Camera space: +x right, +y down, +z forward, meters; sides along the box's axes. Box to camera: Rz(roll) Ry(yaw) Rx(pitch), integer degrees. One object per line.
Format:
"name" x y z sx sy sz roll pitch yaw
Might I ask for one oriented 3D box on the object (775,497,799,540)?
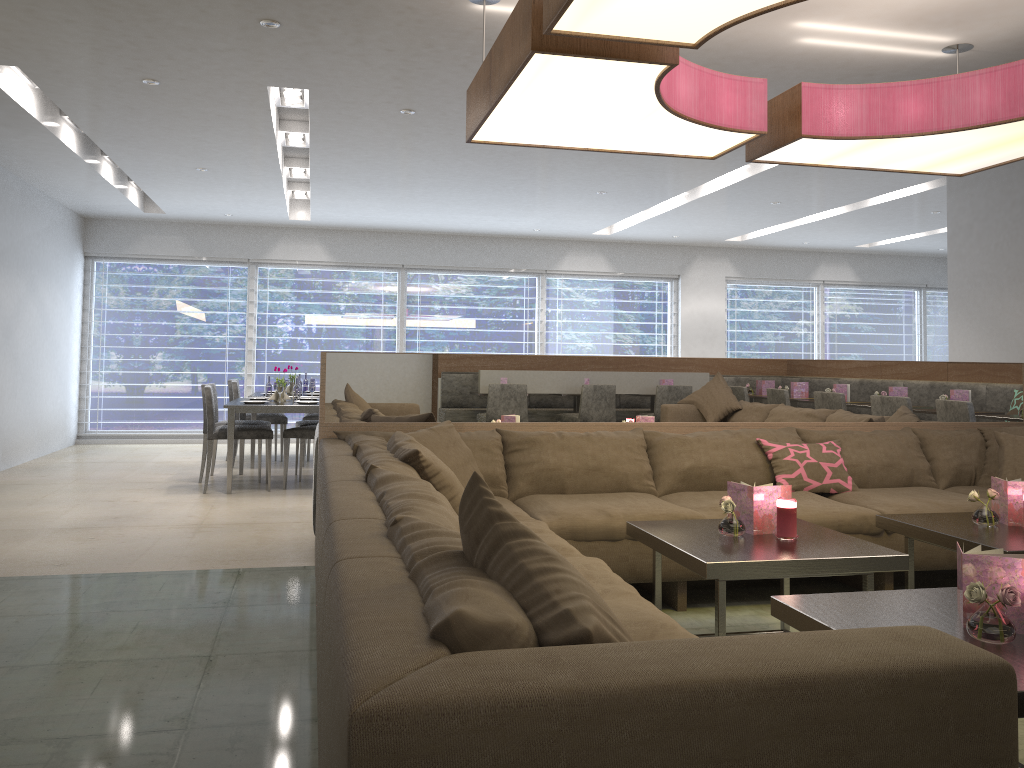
"object" 0.896 0.439 2.884 0.075 0.129 0.075 2 -2 -40

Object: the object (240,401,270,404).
"object" -1.929 0.137 6.627 0.216 0.015 0.216 0 2 -32

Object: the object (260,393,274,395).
"object" -2.202 0.095 8.120 0.216 0.015 0.217 0 2 -35

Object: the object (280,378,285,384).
"object" -2.298 0.013 8.855 0.053 0.140 0.053 -1 -3 35

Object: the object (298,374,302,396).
"object" -1.933 0.010 8.034 0.052 0.202 0.052 -2 -4 42

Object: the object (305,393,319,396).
"object" -1.826 0.098 8.204 0.216 0.015 0.217 0 2 -35

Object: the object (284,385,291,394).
"object" -2.118 0.044 8.518 0.203 0.100 0.070 0 -1 -43

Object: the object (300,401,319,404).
"object" -1.553 0.140 6.712 0.216 0.015 0.216 0 2 -32

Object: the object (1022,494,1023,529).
"object" 1.818 0.447 3.080 0.075 0.129 0.075 2 -2 -40

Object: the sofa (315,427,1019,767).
"sofa" 1.306 0.587 2.818 3.764 0.677 3.176 1 1 -13

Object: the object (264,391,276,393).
"object" -2.331 0.079 8.690 0.216 0.015 0.217 0 2 -35

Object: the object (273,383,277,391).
"object" -1.968 0.055 7.380 0.053 0.140 0.053 -1 -3 35

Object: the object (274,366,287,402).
"object" -1.825 -0.001 6.968 0.104 0.277 0.154 2 -2 -15

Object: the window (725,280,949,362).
"window" 4.507 -0.351 12.007 3.657 2.081 0.158 1 -3 -13

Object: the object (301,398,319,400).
"object" -1.682 0.124 7.282 0.216 0.015 0.216 0 2 -32

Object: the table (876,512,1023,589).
"table" 1.775 0.716 3.111 0.657 0.413 0.657 1 0 -13

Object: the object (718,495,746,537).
"object" 0.723 0.436 2.925 0.100 0.130 0.095 2 -2 -29

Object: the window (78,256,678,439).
"window" -1.346 -0.402 10.694 7.098 2.081 0.158 1 -3 -13

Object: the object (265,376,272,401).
"object" -1.949 0.034 7.082 0.052 0.202 0.052 -1 -3 30

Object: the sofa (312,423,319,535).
"sofa" 0.819 0.548 4.999 3.796 0.630 0.834 1 0 -13

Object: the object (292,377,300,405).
"object" -1.599 0.052 6.556 0.052 0.202 0.052 -1 -3 30

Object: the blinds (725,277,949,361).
"blinds" 4.539 -0.374 11.908 3.648 2.051 0.045 1 -3 -13

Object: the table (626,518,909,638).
"table" 0.797 0.708 2.892 0.657 0.413 0.657 1 0 -13

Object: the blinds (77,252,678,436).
"blinds" -1.333 -0.425 10.591 7.093 2.051 0.045 1 -3 -13

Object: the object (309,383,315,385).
"object" -1.683 0.058 7.444 0.053 0.140 0.053 -1 -3 35

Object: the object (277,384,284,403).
"object" -1.780 0.073 6.782 0.053 0.140 0.053 -1 -3 35

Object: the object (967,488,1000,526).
"object" 1.706 0.442 3.195 0.102 0.132 0.091 0 -2 42

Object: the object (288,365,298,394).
"object" -2.098 -0.043 8.461 0.104 0.277 0.154 2 -2 -15

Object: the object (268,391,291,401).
"object" -1.845 0.086 7.025 0.203 0.100 0.070 0 -1 -43

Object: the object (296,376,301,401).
"object" -1.722 0.036 7.099 0.052 0.202 0.052 -1 -3 30

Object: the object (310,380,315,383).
"object" -1.887 0.032 8.357 0.053 0.140 0.053 -1 -3 35

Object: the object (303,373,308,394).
"object" -2.010 -0.006 8.611 0.052 0.202 0.052 -2 -4 42

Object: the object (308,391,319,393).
"object" -1.955 0.082 8.775 0.216 0.015 0.217 0 2 -35

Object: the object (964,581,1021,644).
"object" 1.037 0.470 1.823 0.193 0.126 0.095 1 -1 19

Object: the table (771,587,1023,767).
"table" 1.021 0.736 1.900 0.657 0.413 0.657 1 0 -13

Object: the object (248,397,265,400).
"object" -2.058 0.121 7.197 0.216 0.015 0.216 0 2 -32

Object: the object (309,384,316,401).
"object" -1.556 0.074 6.882 0.053 0.140 0.053 -1 -3 35

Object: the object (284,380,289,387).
"object" -2.110 0.031 8.257 0.053 0.140 0.053 -1 -3 35

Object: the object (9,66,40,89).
"object" -2.896 -1.909 5.413 0.226 0.101 0.487 1 1 -13
